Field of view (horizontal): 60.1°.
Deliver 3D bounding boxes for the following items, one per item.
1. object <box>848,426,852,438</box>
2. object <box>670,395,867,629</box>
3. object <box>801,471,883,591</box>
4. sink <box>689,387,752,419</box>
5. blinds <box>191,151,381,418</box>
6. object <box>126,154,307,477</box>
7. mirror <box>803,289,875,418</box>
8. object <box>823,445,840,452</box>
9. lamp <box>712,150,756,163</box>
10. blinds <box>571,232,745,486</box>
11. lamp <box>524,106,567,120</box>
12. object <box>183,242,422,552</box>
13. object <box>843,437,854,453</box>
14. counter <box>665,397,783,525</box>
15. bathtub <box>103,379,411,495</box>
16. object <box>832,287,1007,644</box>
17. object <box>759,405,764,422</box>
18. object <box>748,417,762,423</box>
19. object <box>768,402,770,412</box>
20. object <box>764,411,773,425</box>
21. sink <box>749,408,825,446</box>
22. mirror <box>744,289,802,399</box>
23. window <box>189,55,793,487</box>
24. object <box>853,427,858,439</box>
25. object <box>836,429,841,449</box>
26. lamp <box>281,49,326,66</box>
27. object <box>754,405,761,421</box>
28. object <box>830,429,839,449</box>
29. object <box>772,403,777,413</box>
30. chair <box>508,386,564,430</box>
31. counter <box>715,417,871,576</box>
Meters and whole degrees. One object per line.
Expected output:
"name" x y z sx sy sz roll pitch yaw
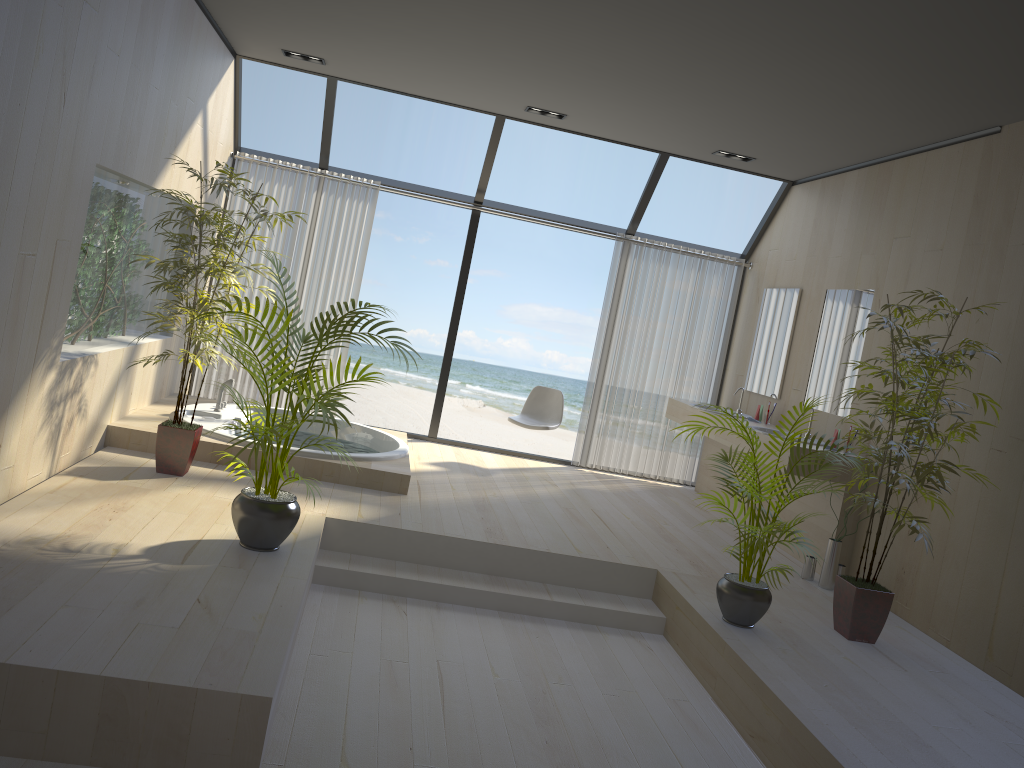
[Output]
"object" 2.112 0.350 5.555 0.012 0.178 0.049 12 2 31
"object" 1.136 0.554 4.190 0.920 1.155 0.749 12 2 25
"object" 2.019 0.862 5.313 0.405 0.748 0.275 10 2 -20
"sink" 1.689 0.207 7.172 0.503 0.418 0.576 11 3 -5
"blinds" -1.874 -0.788 7.375 1.181 2.068 0.084 11 1 -8
"object" -1.792 -0.374 4.932 0.789 1.754 0.934 12 2 17
"mirror" 2.264 -0.227 6.128 0.023 0.867 0.656 11 2 -9
"object" 2.021 0.404 5.590 0.105 0.029 0.032 14 4 32
"lamp" 1.720 -1.807 6.827 0.300 0.112 0.164 11 4 -8
"blinds" 1.290 -0.203 7.831 1.181 2.068 0.084 11 1 -8
"lamp" 0.261 -2.077 6.617 0.300 0.112 0.164 11 4 -8
"object" -0.954 0.071 3.972 1.061 1.343 0.878 10 2 -20
"object" 2.119 0.392 5.581 0.058 0.100 0.058 11 2 2
"counter" 1.650 0.618 7.221 0.549 0.789 1.210 11 4 -9
"bathtub" -1.636 0.387 6.187 1.818 0.697 1.654 11 4 -8
"object" 1.913 0.403 4.330 0.789 1.754 0.934 12 2 17
"object" 1.955 0.231 6.957 0.039 0.134 0.038 12 2 40
"object" 1.860 0.276 6.784 0.105 0.029 0.032 14 4 32
"object" 1.951 0.221 6.749 0.012 0.178 0.049 12 2 31
"object" 1.958 0.264 6.775 0.058 0.100 0.058 11 2 -2
"sink" 1.850 0.335 5.978 0.503 0.418 0.576 11 3 -5
"mirror" 2.099 -0.343 7.150 0.023 0.867 0.656 11 2 -9
"window" -0.192 -0.809 7.406 4.553 2.810 0.747 11 1 -8
"object" 2.142 0.355 5.575 0.054 0.175 0.012 12 1 17
"object" 2.117 0.359 5.763 0.039 0.134 0.039 12 2 33
"lamp" -1.487 -2.400 6.364 0.300 0.112 0.164 11 4 -8
"object" 1.903 0.229 6.856 0.039 0.134 0.038 12 2 40
"object" 2.065 0.357 5.662 0.039 0.134 0.039 12 2 33
"object" 1.981 0.227 6.769 0.054 0.175 0.012 12 1 17
"chair" 0.220 0.203 7.351 0.370 0.347 0.453 12 3 20
"counter" 1.812 0.746 6.027 0.549 0.789 1.210 11 4 -9
